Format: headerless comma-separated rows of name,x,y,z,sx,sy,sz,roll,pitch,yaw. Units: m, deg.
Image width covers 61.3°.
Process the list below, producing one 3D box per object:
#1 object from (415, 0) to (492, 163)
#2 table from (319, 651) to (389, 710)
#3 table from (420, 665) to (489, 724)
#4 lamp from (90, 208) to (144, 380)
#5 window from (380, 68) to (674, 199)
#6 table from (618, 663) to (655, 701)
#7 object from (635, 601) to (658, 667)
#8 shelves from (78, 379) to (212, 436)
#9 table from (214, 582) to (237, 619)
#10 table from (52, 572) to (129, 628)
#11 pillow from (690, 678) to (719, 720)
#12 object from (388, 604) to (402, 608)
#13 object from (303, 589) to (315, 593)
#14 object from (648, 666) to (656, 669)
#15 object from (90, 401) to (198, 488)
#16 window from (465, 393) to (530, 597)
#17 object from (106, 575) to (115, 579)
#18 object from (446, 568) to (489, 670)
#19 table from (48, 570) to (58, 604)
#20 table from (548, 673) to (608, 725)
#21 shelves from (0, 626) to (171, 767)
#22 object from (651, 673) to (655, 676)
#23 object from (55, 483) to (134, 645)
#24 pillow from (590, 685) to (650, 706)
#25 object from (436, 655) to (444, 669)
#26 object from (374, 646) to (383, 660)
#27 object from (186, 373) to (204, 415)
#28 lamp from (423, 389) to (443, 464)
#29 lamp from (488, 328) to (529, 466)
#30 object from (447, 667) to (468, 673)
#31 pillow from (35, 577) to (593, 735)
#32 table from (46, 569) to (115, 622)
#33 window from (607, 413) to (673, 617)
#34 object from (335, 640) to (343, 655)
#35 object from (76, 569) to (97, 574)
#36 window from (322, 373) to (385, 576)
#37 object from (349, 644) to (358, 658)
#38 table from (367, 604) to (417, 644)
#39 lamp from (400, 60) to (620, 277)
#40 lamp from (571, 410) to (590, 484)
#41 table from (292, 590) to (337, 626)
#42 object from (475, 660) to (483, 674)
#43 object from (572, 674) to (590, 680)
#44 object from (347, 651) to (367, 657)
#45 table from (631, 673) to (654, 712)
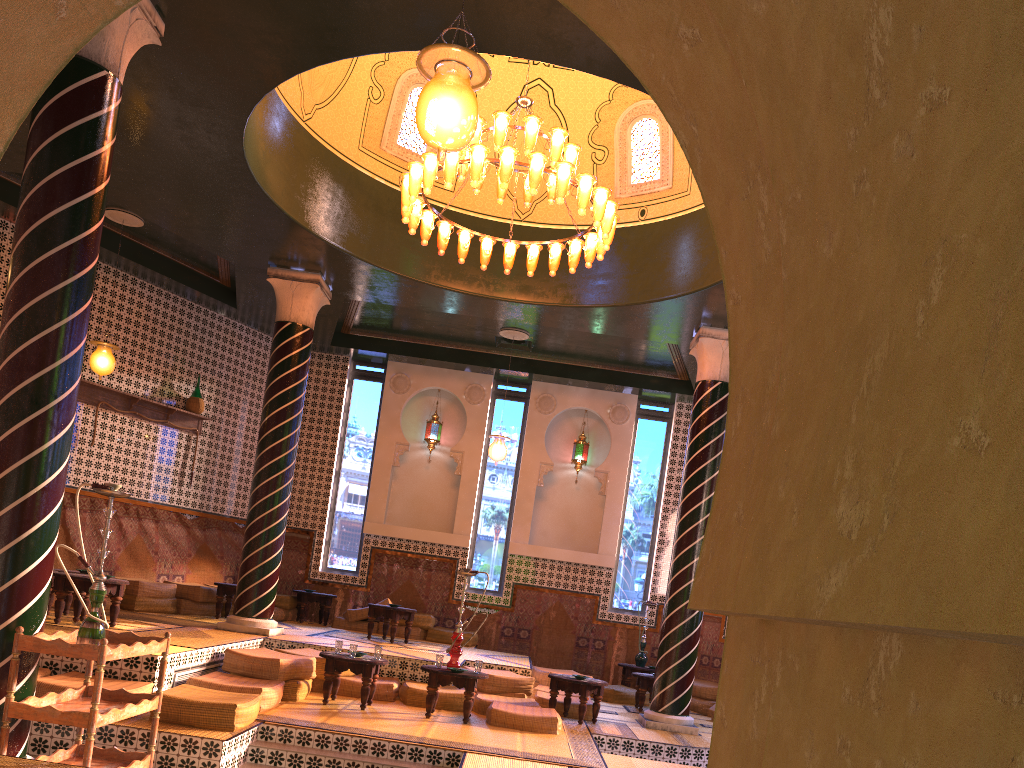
object,-0.206,-2.278,4.448,0.522,2.309,0.519,8,-1,-10
table,-1.950,3.596,10.457,0.842,0.584,0.855,9,-9,-8
table,-0.737,3.776,10.501,0.858,0.584,0.840,14,-11,-34
lamp,-5.554,-1.195,11.999,0.522,2.309,0.519,8,-1,-10
window,0.347,-3.936,9.821,5.710,1.152,5.680,-2,-16,36
table,2.369,5.619,16.267,0.834,0.584,0.864,6,-10,11
object,2.460,4.696,16.246,0.296,1.249,0.473,7,-2,38
shelves,-6.495,0.117,13.251,0.253,0.338,4.635,5,-13,31
table,-4.631,3.697,14.565,0.835,0.584,0.862,7,-9,7
table,-5.064,2.598,10.314,0.833,0.584,0.864,0,-12,40
pillow,4.265,5.121,14.152,1.431,1.180,5.788,12,-14,-28
object,-1.993,3.749,14.590,0.249,0.045,0.259,4,-14,16
object,-3.823,3.904,16.285,0.249,0.045,0.259,4,-14,16
object,2.635,5.295,16.105,0.249,0.045,0.259,4,-14,16
object,-6.046,1.033,14.300,0.059,1.036,2.047,8,-9,32
window,-0.296,2.204,17.177,0.774,3.984,0.091,8,0,1
object,-4.881,2.305,10.319,0.249,0.045,0.259,4,-14,16
object,-0.556,2.871,10.498,0.459,1.248,0.305,7,-1,17
table,-5.887,2.466,10.246,0.833,0.584,0.864,0,-12,40
table,0.873,4.351,11.900,0.832,0.584,0.865,1,-12,37
shelves,-3.244,2.514,6.603,0.745,1.280,1.211,8,-7,3
object,2.410,4.817,14.270,0.249,0.045,0.259,4,-14,16
object,-3.124,1.354,6.409,0.461,1.249,0.301,8,-1,9
pillow,1.879,5.555,15.438,0.993,0.275,0.955,15,-14,-27
object,-0.884,3.373,10.488,0.092,0.162,0.093,8,-4,4
object,-1.628,3.263,10.465,0.093,0.162,0.092,9,-4,-21
object,-5.443,0.169,14.916,0.298,0.719,0.306,6,-3,43
lamp,-1.551,0.824,17.237,0.320,1.558,0.367,7,-1,35
lamp,-0.118,0.265,14.860,0.522,2.309,0.519,8,-1,-10
object,-0.652,3.414,10.276,0.250,0.045,0.258,-5,-19,45
pillow,-3.630,3.481,12.091,10.023,1.254,10.203,8,-13,2
table,-5.554,2.699,11.014,0.833,0.584,0.864,0,-12,40
window,2.534,2.595,17.149,0.774,3.984,0.091,8,0,1
object,-2.103,3.198,10.469,0.094,0.162,0.091,11,-5,-41
object,-5.396,2.384,10.942,0.253,0.045,0.255,11,-13,-13
window,-3.127,1.813,17.204,0.774,3.984,0.091,8,0,1
object,-1.891,3.178,10.268,0.093,0.162,0.092,9,-4,-21
table,-2.062,4.062,14.592,0.833,0.584,0.864,6,-10,13
lamp,0.245,-3.923,9.692,2.459,4.586,2.513,7,-4,9
lamp,1.384,1.234,17.229,0.356,1.558,0.330,7,-1,35
table,-3.785,4.266,16.421,0.832,0.584,0.866,5,-10,19
object,-0.409,3.439,10.483,0.093,0.162,0.092,9,-4,-21
object,0.936,4.016,11.812,0.253,0.045,0.255,11,-13,-13
object,-1.891,3.305,10.545,0.250,0.045,0.258,-5,-19,45
table,2.360,5.150,14.325,0.858,0.584,0.840,14,-11,-34
